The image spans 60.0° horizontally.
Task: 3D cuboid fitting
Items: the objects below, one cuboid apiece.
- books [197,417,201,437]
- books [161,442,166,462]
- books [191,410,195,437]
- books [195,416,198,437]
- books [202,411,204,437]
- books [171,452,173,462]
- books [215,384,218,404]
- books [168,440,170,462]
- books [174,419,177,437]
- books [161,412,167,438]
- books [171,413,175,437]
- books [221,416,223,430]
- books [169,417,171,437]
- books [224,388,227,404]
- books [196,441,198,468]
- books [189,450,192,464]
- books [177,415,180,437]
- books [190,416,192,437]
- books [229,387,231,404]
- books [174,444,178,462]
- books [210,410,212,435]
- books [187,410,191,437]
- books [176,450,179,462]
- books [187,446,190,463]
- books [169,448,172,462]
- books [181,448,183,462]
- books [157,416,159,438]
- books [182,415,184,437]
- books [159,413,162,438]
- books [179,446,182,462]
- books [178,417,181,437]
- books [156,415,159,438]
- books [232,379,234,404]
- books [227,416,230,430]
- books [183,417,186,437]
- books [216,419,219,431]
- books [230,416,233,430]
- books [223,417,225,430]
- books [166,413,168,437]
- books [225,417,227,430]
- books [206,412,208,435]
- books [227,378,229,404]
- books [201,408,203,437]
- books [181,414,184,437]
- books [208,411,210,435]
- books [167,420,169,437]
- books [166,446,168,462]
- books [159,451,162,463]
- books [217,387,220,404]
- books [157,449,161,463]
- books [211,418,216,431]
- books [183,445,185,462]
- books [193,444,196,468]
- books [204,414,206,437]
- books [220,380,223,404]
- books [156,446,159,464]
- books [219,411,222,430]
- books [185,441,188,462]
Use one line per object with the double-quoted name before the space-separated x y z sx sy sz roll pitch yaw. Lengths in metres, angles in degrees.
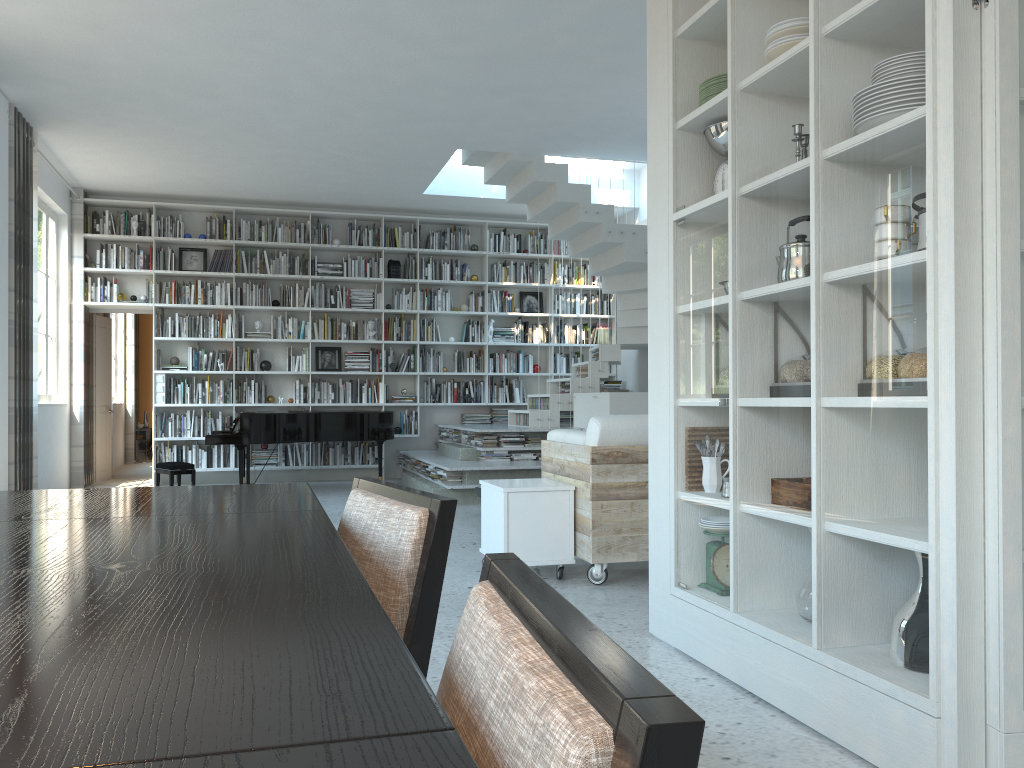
"books" -3.543 0.486 10.044 0.028 0.225 0.134 0 -1 -16
"books" -3.897 0.800 9.932 0.044 0.293 0.181 0 -1 -16
"books" -3.600 0.444 10.010 0.039 0.307 0.172 0 -1 -16
"books" -3.573 0.479 10.040 0.031 0.239 0.132 0 -1 -16
"books" -3.495 0.450 10.045 0.012 0.295 0.176 0 -1 -16
"books" -3.812 0.854 9.961 0.022 0.186 0.145 0 -1 -16
"books" -3.364 0.111 10.097 0.025 0.229 0.153 0 -1 -16
"books" -3.848 0.788 9.950 0.011 0.318 0.157 0 -1 -16
"books" -3.783 0.498 9.984 0.025 0.200 0.137 0 -1 -16
"books" -3.897 0.455 9.925 0.052 0.283 0.172 0 -1 -16
"books" -3.804 0.464 9.956 0.029 0.266 0.171 0 -1 -16
"books" -3.298 0.478 10.089 0.011 0.239 0.174 0 -1 -16
"books" -3.827 0.486 9.943 0.022 0.220 0.187 0 -1 -16
"books" -3.267 0.135 10.124 0.041 0.181 0.141 0 -1 -16
"books" -3.567 0.796 10.038 0.014 0.304 0.139 0 -1 -16
"books" -3.624 0.846 9.997 0.030 0.201 0.168 0 -1 -16
"books" -3.762 0.474 9.994 0.022 0.248 0.133 0 -1 -16
"books" -3.630 0.482 10.023 0.012 0.232 0.148 0 -1 -16
"books" -3.226 0.133 10.149 0.023 0.187 0.130 0 -1 -16
"books" -3.775 0.814 9.959 0.023 0.266 0.177 0 -1 -16
"books" -3.422 0.448 10.069 0.013 0.301 0.172 0 -1 -16
"books" -3.648 0.448 10.015 0.027 0.299 0.142 0 -1 -16
"books" -3.757 0.844 9.980 0.022 0.205 0.158 0 -1 -16
"books" -3.656 0.824 10.014 0.022 0.246 0.135 0 -1 -16
"books" -3.831 0.834 9.949 0.022 0.226 0.154 0 -1 -16
"books" -3.713 0.837 9.986 0.022 0.221 0.163 0 -1 -16
"books" -3.948 0.477 9.918 0.029 0.239 0.154 0 -1 -16
"books" -3.698 0.471 9.975 0.010 0.252 0.177 0 -1 -16
"books" -3.925 0.458 9.908 0.011 0.277 0.189 0 -1 -16
"books" -3.737 0.821 9.990 0.022 0.252 0.139 0 -1 -16
"books" -3.729 0.485 9.969 0.028 0.223 0.189 0 -1 -16
"books" -3.971 0.470 9.926 0.012 0.254 0.161 0 -1 -16
"books" -3.193 0.086 10.155 0.024 0.280 0.136 0 -1 -16
"books" -3.237 0.481 10.136 0.026 0.236 0.140 0 -1 -16
"books" -3.684 0.483 9.993 0.028 0.229 0.157 0 -1 -16
"books" -3.351 0.497 10.110 0.030 0.203 0.142 0 -1 -16
"books" -3.207 0.484 10.135 0.030 0.230 0.151 0 -1 -16
"books" -3.288 0.486 10.128 0.030 0.227 0.140 0 -1 -16
"books" -3.872 0.460 9.952 0.010 0.273 0.150 0 -1 -16
"books" -3.250 0.484 10.095 0.023 0.228 0.190 0 -1 -16
"books" -3.461 0.456 10.076 0.013 0.284 0.139 0 -1 -16
"books" -3.235 0.082 10.113 0.014 0.286 0.179 0 -1 -16
"books" -3.505 0.435 10.033 0.014 0.325 0.170 0 -1 -16
"books" -3.710 0.469 9.976 0.013 0.257 0.189 0 -1 -16
"books" -3.441 0.453 10.069 0.022 0.290 0.137 0 -1 -16
"books" -3.856 0.498 9.958 0.024 0.198 0.148 0 -1 -16
"books" -3.866 0.824 9.948 0.024 0.246 0.143 0 -1 -16
"books" -3.921 0.851 9.909 0.029 0.190 0.176 0 -1 -16
"books" -3.341 0.129 10.106 0.023 0.194 0.140 0 -1 -16
"books" -3.953 0.839 9.928 0.023 0.216 0.158 0 -1 -16
"books" -3.388 0.490 10.081 0.059 0.216 0.177 0 -1 -16
"books" -3.691 0.819 9.998 0.027 0.256 0.160 0 -1 -16
"books" -3.583 0.814 10.014 0.031 0.266 0.186 0 -1 -16
"books" -3.480 0.471 10.068 0.029 0.254 0.153 0 -1 -16
"books" -3.304 0.092 10.094 0.021 0.265 0.185 0 -1 -16
"books" -3.970 0.820 9.923 0.012 0.254 0.161 0 -1 -16
"books" -3.322 0.455 10.110 0.025 0.288 0.130 0 -1 -16
"books" -3.668 0.797 9.989 0.013 0.300 0.183 0 -1 -16
